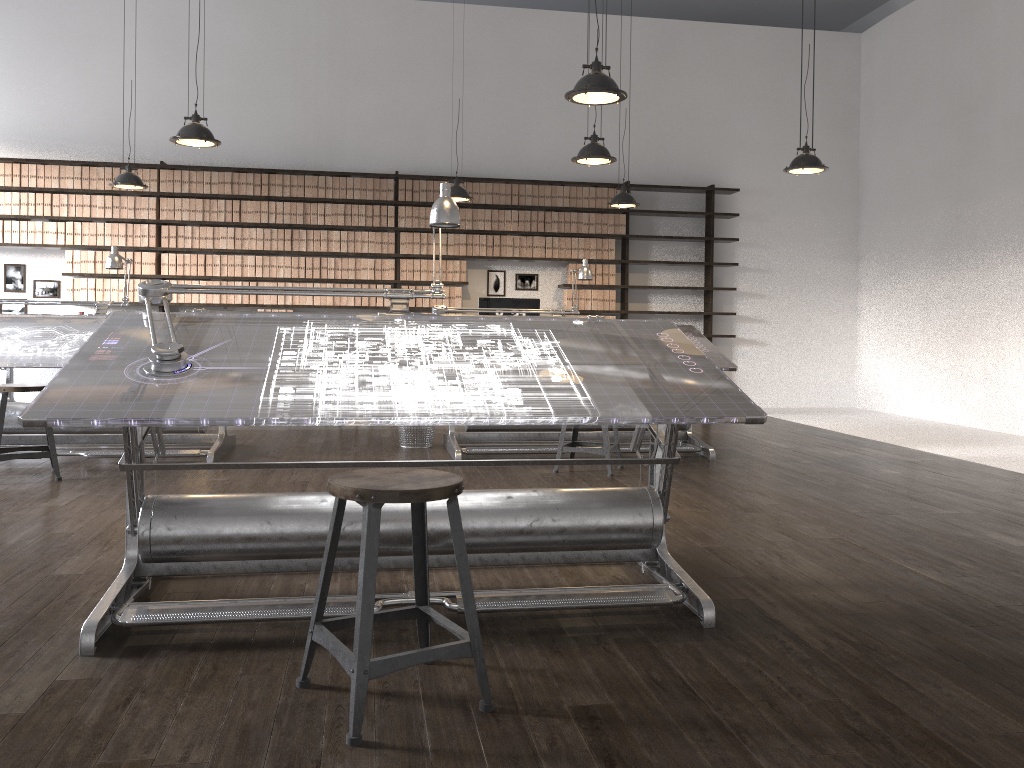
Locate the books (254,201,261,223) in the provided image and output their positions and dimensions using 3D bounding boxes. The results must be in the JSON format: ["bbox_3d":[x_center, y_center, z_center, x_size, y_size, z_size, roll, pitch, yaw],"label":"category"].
[{"bbox_3d":[-2.581,-1.737,9.009,0.067,0.225,0.175,1,2,-9],"label":"books"}]

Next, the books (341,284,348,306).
[{"bbox_3d":[-1.738,-0.919,9.167,0.067,0.225,0.174,1,2,-9],"label":"books"}]

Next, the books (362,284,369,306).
[{"bbox_3d":[-1.523,-0.918,9.198,0.067,0.225,0.175,1,2,-9],"label":"books"}]

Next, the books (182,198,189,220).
[{"bbox_3d":[-3.260,-1.740,8.899,0.067,0.225,0.175,1,2,-10],"label":"books"}]

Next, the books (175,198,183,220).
[{"bbox_3d":[-3.331,-1.740,8.885,0.067,0.225,0.175,1,2,-9],"label":"books"}]

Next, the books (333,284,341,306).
[{"bbox_3d":[-1.808,-0.920,9.156,0.067,0.225,0.175,1,2,-9],"label":"books"}]

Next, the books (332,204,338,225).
[{"bbox_3d":[-1.825,-1.735,9.140,0.067,0.225,0.175,1,2,-9],"label":"books"}]

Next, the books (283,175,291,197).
[{"bbox_3d":[-2.297,-2.013,9.056,0.067,0.225,0.174,1,2,-10],"label":"books"}]

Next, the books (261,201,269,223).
[{"bbox_3d":[-2.509,-1.737,9.021,0.067,0.225,0.175,1,2,-10],"label":"books"}]

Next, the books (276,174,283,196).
[{"bbox_3d":[-2.368,-2.013,9.040,0.067,0.225,0.175,1,2,-10],"label":"books"}]

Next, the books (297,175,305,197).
[{"bbox_3d":[-2.159,-2.013,9.080,0.067,0.225,0.175,1,2,-9],"label":"books"}]

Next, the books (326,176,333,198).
[{"bbox_3d":[-1.880,-2.012,9.125,0.067,0.225,0.174,1,2,-9],"label":"books"}]

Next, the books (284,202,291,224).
[{"bbox_3d":[-2.293,-1.736,9.060,0.067,0.225,0.175,1,2,-10],"label":"books"}]

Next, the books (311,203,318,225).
[{"bbox_3d":[-2.028,-1.736,9.106,0.067,0.225,0.175,1,2,-9],"label":"books"}]

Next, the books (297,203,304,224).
[{"bbox_3d":[-2.165,-1.736,9.078,0.067,0.225,0.175,1,2,-9],"label":"books"}]

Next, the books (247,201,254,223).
[{"bbox_3d":[-2.644,-1.738,9.003,0.067,0.225,0.175,1,2,-10],"label":"books"}]

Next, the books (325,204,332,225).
[{"bbox_3d":[-1.887,-1.735,9.128,0.067,0.225,0.175,1,2,-9],"label":"books"}]

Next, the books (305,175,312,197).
[{"bbox_3d":[-2.086,-2.013,9.092,0.067,0.225,0.175,1,2,-9],"label":"books"}]

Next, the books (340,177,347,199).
[{"bbox_3d":[-1.743,-2.012,9.150,0.067,0.225,0.175,1,2,-10],"label":"books"}]

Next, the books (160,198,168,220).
[{"bbox_3d":[-3.470,-1.741,8.868,0.067,0.225,0.174,1,2,-10],"label":"books"}]

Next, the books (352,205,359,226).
[{"bbox_3d":[-1.623,-1.734,9.175,0.067,0.225,0.174,1,2,-9],"label":"books"}]

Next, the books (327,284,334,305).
[{"bbox_3d":[-1.873,-0.919,9.139,0.067,0.225,0.175,1,2,-10],"label":"books"}]

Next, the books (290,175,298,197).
[{"bbox_3d":[-2.229,-2.013,9.071,0.067,0.225,0.174,1,2,-9],"label":"books"}]

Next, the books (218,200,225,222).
[{"bbox_3d":[-2.925,-1.738,8.953,0.067,0.225,0.174,1,2,-9],"label":"books"}]

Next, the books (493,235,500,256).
[{"bbox_3d":[-0.174,-1.460,9.415,0.067,0.225,0.175,1,2,-9],"label":"books"}]

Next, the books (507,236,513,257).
[{"bbox_3d":[-0.036,-1.460,9.437,0.067,0.225,0.175,1,2,-10],"label":"books"}]

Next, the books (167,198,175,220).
[{"bbox_3d":[-3.401,-1.740,8.877,0.067,0.225,0.175,1,2,-10],"label":"books"}]

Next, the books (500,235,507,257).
[{"bbox_3d":[-0.102,-1.460,9.433,0.067,0.225,0.175,1,2,-10],"label":"books"}]

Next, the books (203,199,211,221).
[{"bbox_3d":[-3.066,-1.739,8.934,0.067,0.225,0.175,1,2,-10],"label":"books"}]

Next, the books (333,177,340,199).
[{"bbox_3d":[-1.812,-2.012,9.140,0.067,0.225,0.174,1,2,-10],"label":"books"}]

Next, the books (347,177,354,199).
[{"bbox_3d":[-1.673,-2.011,9.158,0.067,0.225,0.175,1,2,-9],"label":"books"}]

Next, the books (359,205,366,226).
[{"bbox_3d":[-1.553,-1.734,9.182,0.067,0.225,0.174,1,2,-10],"label":"books"}]

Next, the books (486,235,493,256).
[{"bbox_3d":[-0.249,-1.461,9.408,0.067,0.225,0.175,1,2,-10],"label":"books"}]

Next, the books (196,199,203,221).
[{"bbox_3d":[-3.131,-1.739,8.917,0.067,0.225,0.175,1,2,-9],"label":"books"}]

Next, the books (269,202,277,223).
[{"bbox_3d":[-2.438,-1.737,9.036,0.067,0.225,0.174,1,2,-10],"label":"books"}]

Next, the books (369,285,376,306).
[{"bbox_3d":[-1.451,-0.918,9.216,0.067,0.225,0.175,1,2,-10],"label":"books"}]

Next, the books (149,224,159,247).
[{"bbox_3d":[-3.574,-1.473,8.854,0.067,0.225,0.175,1,2,-9],"label":"books"}]

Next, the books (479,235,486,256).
[{"bbox_3d":[-0.318,-1.461,9.392,0.067,0.225,0.174,1,2,-10],"label":"books"}]

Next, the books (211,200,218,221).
[{"bbox_3d":[-2.996,-1.739,8.946,0.067,0.225,0.174,1,2,-10],"label":"books"}]

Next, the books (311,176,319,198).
[{"bbox_3d":[-2.022,-2.012,9.098,0.067,0.225,0.175,1,2,-10],"label":"books"}]

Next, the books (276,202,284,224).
[{"bbox_3d":[-2.365,-1.736,9.046,0.067,0.225,0.175,1,2,-9],"label":"books"}]

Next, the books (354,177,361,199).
[{"bbox_3d":[-1.602,-2.011,9.171,0.067,0.225,0.175,1,2,-10],"label":"books"}]

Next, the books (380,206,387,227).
[{"bbox_3d":[-1.336,-1.733,9.223,0.067,0.225,0.175,1,2,-10],"label":"books"}]

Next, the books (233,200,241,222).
[{"bbox_3d":[-2.781,-1.738,8.977,0.067,0.225,0.175,1,2,-10],"label":"books"}]

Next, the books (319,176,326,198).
[{"bbox_3d":[-1.951,-2.012,9.110,0.067,0.225,0.175,1,2,-9],"label":"books"}]

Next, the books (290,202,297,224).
[{"bbox_3d":[-2.232,-1.736,9.072,0.067,0.225,0.175,1,2,-10],"label":"books"}]

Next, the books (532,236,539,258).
[{"bbox_3d":[0.246,-1.459,9.488,0.067,0.225,0.175,1,2,-9],"label":"books"}]

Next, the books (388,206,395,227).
[{"bbox_3d":[-1.261,-1.733,9.233,0.067,0.225,0.175,1,2,-9],"label":"books"}]

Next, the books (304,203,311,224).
[{"bbox_3d":[-2.097,-1.736,9.097,0.067,0.225,0.174,1,2,-9],"label":"books"}]

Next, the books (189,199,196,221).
[{"bbox_3d":[-3.198,-1.740,8.911,0.067,0.225,0.175,1,2,-10],"label":"books"}]

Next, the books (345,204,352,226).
[{"bbox_3d":[-1.693,-1.734,9.163,0.067,0.225,0.175,1,2,-9],"label":"books"}]

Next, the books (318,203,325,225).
[{"bbox_3d":[-1.958,-1.735,9.114,0.067,0.225,0.175,1,2,-10],"label":"books"}]

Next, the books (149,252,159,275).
[{"bbox_3d":[-3.574,-1.196,8.851,0.067,0.225,0.175,1,2,-10],"label":"books"}]

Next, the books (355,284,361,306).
[{"bbox_3d":[-1.598,-0.919,9.191,0.067,0.225,0.175,1,2,-10],"label":"books"}]

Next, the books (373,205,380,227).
[{"bbox_3d":[-1.409,-1.733,9.205,0.067,0.225,0.175,1,2,-9],"label":"books"}]

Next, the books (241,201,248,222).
[{"bbox_3d":[-2.709,-1.738,8.994,0.067,0.225,0.175,1,2,-9],"label":"books"}]

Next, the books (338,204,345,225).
[{"bbox_3d":[-1.759,-1.734,9.146,0.067,0.225,0.175,1,2,-10],"label":"books"}]

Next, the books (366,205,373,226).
[{"bbox_3d":[-1.483,-1.734,9.199,0.067,0.225,0.175,1,2,-10],"label":"books"}]

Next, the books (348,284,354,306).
[{"bbox_3d":[-1.667,-0.919,9.175,0.067,0.225,0.174,1,2,-10],"label":"books"}]

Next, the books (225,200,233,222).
[{"bbox_3d":[-2.856,-1.738,8.970,0.067,0.225,0.175,1,2,-9],"label":"books"}]
